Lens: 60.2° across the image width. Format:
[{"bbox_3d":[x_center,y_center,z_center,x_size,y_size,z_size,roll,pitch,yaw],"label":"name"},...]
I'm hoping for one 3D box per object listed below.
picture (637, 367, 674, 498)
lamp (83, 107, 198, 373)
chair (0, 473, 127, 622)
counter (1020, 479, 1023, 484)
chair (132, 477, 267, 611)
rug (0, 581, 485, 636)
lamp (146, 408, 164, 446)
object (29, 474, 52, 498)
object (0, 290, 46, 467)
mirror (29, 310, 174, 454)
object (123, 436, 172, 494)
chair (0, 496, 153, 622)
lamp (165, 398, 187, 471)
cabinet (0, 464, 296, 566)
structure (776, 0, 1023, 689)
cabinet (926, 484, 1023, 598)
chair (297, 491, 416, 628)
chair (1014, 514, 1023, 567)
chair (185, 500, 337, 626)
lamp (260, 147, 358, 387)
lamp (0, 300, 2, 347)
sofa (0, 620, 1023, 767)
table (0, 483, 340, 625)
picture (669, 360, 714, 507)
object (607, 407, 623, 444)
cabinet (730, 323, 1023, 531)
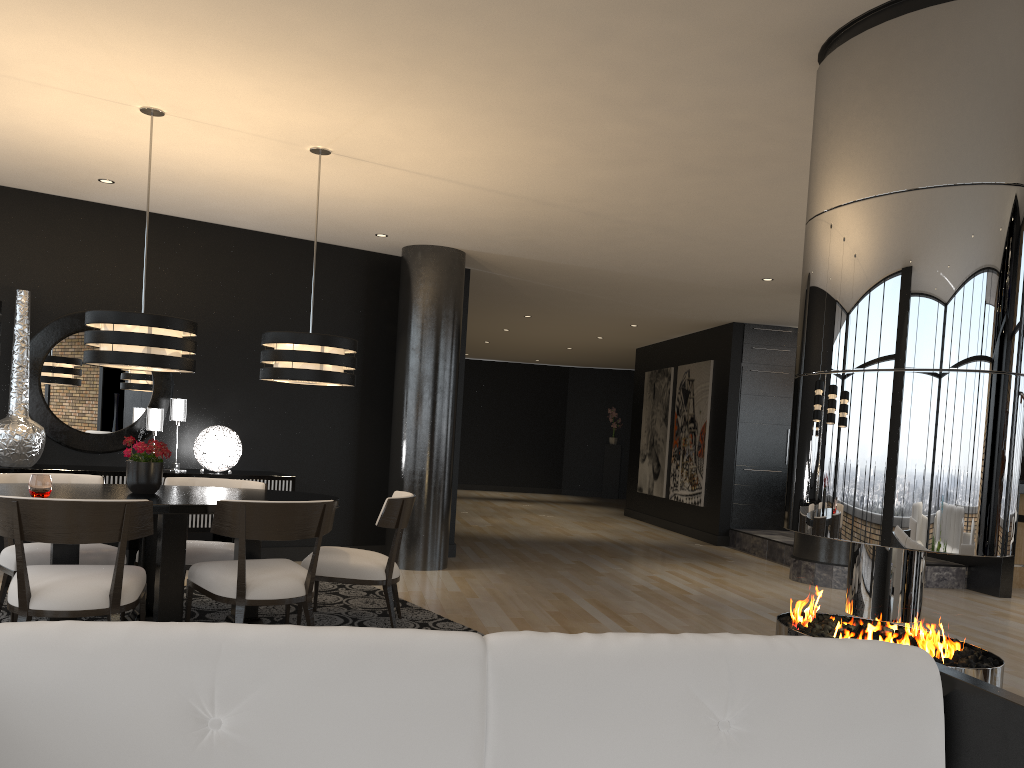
[{"bbox_3d":[2.159,0.727,13.214,0.077,1.876,1.153,3,1,-10],"label":"picture"},{"bbox_3d":[-1.885,-0.744,4.552,0.537,1.331,0.533,3,2,-33],"label":"lamp"},{"bbox_3d":[-2.544,0.919,4.924,0.614,0.807,0.644,4,0,43],"label":"chair"},{"bbox_3d":[5.890,1.017,8.796,3.117,0.032,1.179,4,-3,-10],"label":"counter"},{"bbox_3d":[-1.852,0.986,5.321,0.643,0.807,0.615,4,0,-4],"label":"chair"},{"bbox_3d":[-2.029,1.332,4.637,3.732,0.011,2.711,6,-4,-33],"label":"rug"},{"bbox_3d":[-2.679,0.414,6.608,0.125,0.466,0.132,3,2,-10],"label":"lamp"},{"bbox_3d":[-2.174,0.470,4.070,0.095,0.106,0.095,4,0,-21],"label":"object"},{"bbox_3d":[-3.383,-0.034,6.069,0.344,1.210,0.342,3,2,-24],"label":"object"},{"bbox_3d":[-3.115,-0.011,6.654,1.079,1.079,0.025,4,2,-32],"label":"mirror"},{"bbox_3d":[-1.910,0.424,4.608,0.238,0.298,0.228,4,0,-30],"label":"object"},{"bbox_3d":[-1.993,0.900,4.023,0.644,0.807,0.614,4,0,-23],"label":"chair"},{"bbox_3d":[-2.561,0.387,6.751,0.132,0.551,0.124,4,2,20],"label":"lamp"},{"bbox_3d":[-2.819,1.019,6.581,2.243,0.767,0.608,5,-1,-32],"label":"cabinet"},{"bbox_3d":[1.418,0.096,3.239,0.588,2.746,0.888,3,2,-22],"label":"structure"},{"bbox_3d":[5.857,1.552,8.816,3.117,1.039,1.178,4,-1,-10],"label":"cabinet"},{"bbox_3d":[-0.899,1.039,5.232,0.616,0.807,0.642,4,0,-4],"label":"chair"},{"bbox_3d":[4.910,1.495,8.176,0.476,0.965,0.518,3,1,-10],"label":"chair"},{"bbox_3d":[-1.283,0.973,4.517,0.644,0.807,0.614,4,0,-40],"label":"chair"},{"bbox_3d":[-1.127,-0.668,5.034,0.537,1.331,0.533,3,2,-33],"label":"lamp"},{"bbox_3d":[-2.643,-0.819,4.070,0.537,1.331,0.533,3,2,-33],"label":"lamp"},{"bbox_3d":[-0.027,0.871,1.460,2.034,0.805,0.837,4,-1,-10],"label":"sofa"},{"bbox_3d":[-1.945,0.957,4.645,2.111,0.770,1.206,5,-2,-31],"label":"table"},{"bbox_3d":[2.409,0.661,11.832,0.077,1.876,1.153,3,1,-10],"label":"picture"},{"bbox_3d":[2.154,0.877,18.557,0.338,0.788,0.228,4,2,19],"label":"object"},{"bbox_3d":[5.501,0.740,11.605,5.733,2.531,0.726,4,2,-10],"label":"cabinet"}]
